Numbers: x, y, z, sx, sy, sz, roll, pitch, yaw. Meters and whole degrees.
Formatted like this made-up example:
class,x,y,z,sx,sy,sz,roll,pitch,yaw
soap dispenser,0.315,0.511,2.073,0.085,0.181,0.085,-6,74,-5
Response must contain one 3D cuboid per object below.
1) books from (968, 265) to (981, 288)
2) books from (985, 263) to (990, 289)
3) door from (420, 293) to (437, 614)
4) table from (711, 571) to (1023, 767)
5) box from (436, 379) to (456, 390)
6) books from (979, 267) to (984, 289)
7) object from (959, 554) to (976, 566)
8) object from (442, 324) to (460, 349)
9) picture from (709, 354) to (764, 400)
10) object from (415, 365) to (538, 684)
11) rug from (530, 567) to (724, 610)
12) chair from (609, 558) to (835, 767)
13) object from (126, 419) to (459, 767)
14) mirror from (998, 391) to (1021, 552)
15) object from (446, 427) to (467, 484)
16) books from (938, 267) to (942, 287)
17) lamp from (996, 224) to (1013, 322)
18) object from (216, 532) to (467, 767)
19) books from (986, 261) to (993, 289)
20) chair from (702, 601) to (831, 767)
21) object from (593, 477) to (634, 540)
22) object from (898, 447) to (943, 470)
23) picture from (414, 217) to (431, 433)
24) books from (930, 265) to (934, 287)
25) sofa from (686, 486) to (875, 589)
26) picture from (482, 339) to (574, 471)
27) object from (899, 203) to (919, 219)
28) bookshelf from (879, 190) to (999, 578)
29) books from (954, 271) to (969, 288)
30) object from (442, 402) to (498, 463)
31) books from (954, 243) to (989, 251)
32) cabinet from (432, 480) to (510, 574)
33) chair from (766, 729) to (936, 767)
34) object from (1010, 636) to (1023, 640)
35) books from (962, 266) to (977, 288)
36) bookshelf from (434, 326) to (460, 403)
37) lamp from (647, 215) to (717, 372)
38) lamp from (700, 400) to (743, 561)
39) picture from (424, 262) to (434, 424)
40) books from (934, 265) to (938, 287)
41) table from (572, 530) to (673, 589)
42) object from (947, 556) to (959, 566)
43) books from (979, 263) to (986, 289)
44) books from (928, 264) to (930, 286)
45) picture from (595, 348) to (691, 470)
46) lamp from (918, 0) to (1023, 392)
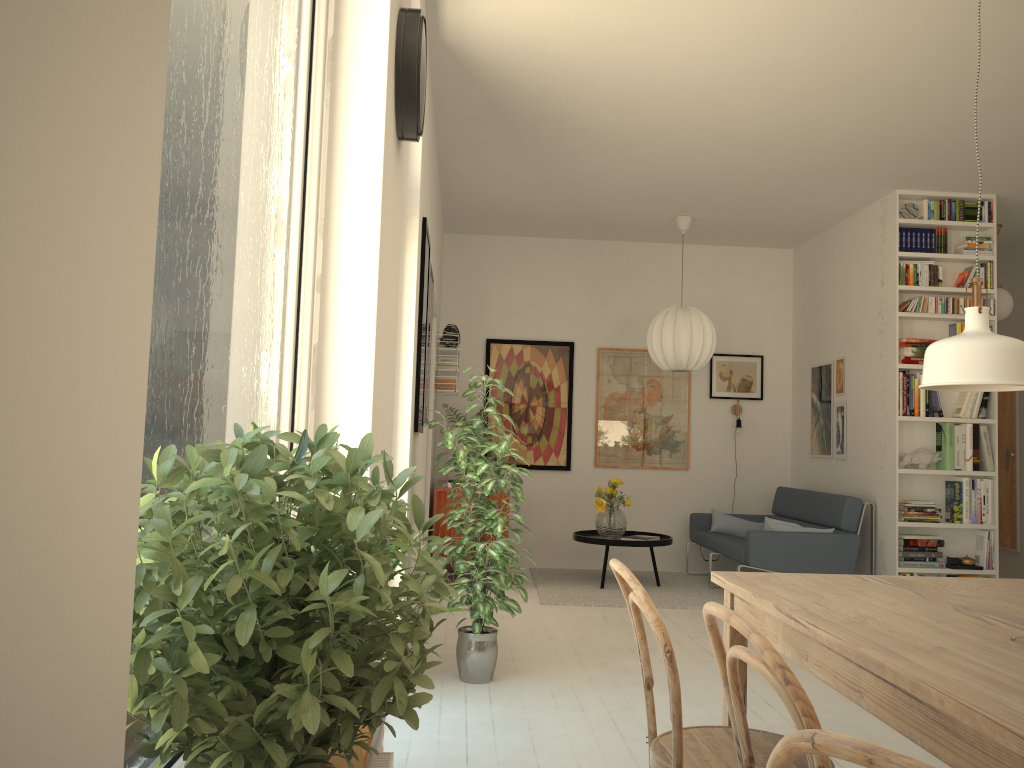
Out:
class,x,y,z,sx,sy,sz,roll,pitch,yaw
books,3.201,-0.735,6.230,0.065,0.168,0.228,2,-4,-3
books,3.293,-0.740,6.235,0.014,0.188,0.218,2,-4,-3
door,-0.994,0.413,5.928,0.882,2.034,0.954,2,-4,-3
table,1.002,0.818,1.405,0.894,0.749,1.797,2,-4,-3
box,-0.515,0.013,6.939,0.152,0.084,0.265,2,-4,-3
books,3.245,-0.724,6.227,0.030,0.154,0.199,2,-4,-3
object,3.797,0.689,5.273,0.778,1.712,2.087,4,-4,-22
object,-0.474,-0.367,6.900,0.139,0.200,0.139,-2,-5,41
picture,2.002,-0.063,7.906,0.481,0.402,0.015,2,-4,-3
object,-0.160,0.624,4.047,0.568,1.425,0.513,-2,-5,40
rug,0.831,1.541,6.747,1.304,0.012,1.660,2,-4,-1
chair,0.444,0.794,1.912,0.483,0.811,0.385,2,-4,-1
object,-0.250,0.319,0.940,0.383,0.561,0.394,2,-4,-5
mirror,4.225,0.732,7.670,0.029,1.371,0.500,2,-4,-3
object,-0.423,0.561,6.876,0.160,0.446,0.158,-1,-5,36
books,2.953,-0.729,6.206,0.020,0.145,0.189,2,-4,-3
lamp,3.775,-0.867,6.960,0.275,0.768,0.275,3,-4,-9
object,-0.278,0.425,1.544,0.417,0.425,0.486,2,-4,4
books,3.312,-0.745,6.234,0.022,0.199,0.212,2,-4,-3
chair,0.547,0.765,1.417,0.483,0.811,0.385,2,-4,-6
object,0.761,0.959,6.857,0.291,0.471,0.361,-1,-5,35
object,2.787,0.509,6.080,0.311,0.150,0.137,2,-4,5
picture,-0.437,-0.260,4.353,0.018,1.000,0.545,2,-4,-3
books,2.891,-0.736,6.217,0.024,0.155,0.206,2,-4,-3
sofa,2.009,1.206,6.876,0.964,0.773,1.602,2,-4,-3
picture,0.143,0.181,7.780,0.778,1.134,0.018,2,-4,-3
object,2.768,-1.197,6.181,0.131,0.131,0.131,2,-4,-7
bookshelf,2.955,0.124,6.161,0.710,2.902,0.249,2,-4,-3
books,3.133,-0.715,6.250,0.073,0.129,0.200,2,-4,-3
object,-0.368,0.484,7.527,0.476,0.686,0.397,2,-4,-1
books,3.211,-0.952,6.246,0.173,0.030,0.199,3,-4,-13
cabinet,-0.335,1.162,7.035,0.546,0.728,1.262,2,-4,-3
chair,0.488,0.727,0.856,0.483,0.811,0.385,4,-5,-31
object,0.925,0.376,1.483,0.095,0.138,0.154,2,-4,-3
books,3.167,-0.732,6.241,0.092,0.165,0.222,2,-4,-3
bookshelf,-0.515,-0.140,7.128,0.184,0.565,0.695,2,-4,-3
lamp,1.341,-0.714,6.996,0.536,1.229,0.535,-1,-5,30
lamp,1.843,0.841,7.769,0.360,1.417,0.112,2,-4,-3
picture,-0.477,-0.214,5.033,0.020,0.869,0.525,2,-4,-3
books,2.916,-0.737,6.186,0.023,0.153,0.176,2,-4,-3
table,0.842,1.353,6.803,0.761,0.386,0.760,1,-4,13
object,3.004,1.205,6.042,0.058,0.055,0.058,2,-4,-3
books,3.273,-0.740,6.247,0.022,0.187,0.186,2,-4,-3
books,2.873,-0.740,6.197,0.013,0.159,0.176,2,-4,-3
picture,1.160,0.219,7.840,0.838,1.053,0.012,2,-4,-3
lamp,1.025,-0.786,1.962,0.229,1.596,0.229,-1,-5,31
